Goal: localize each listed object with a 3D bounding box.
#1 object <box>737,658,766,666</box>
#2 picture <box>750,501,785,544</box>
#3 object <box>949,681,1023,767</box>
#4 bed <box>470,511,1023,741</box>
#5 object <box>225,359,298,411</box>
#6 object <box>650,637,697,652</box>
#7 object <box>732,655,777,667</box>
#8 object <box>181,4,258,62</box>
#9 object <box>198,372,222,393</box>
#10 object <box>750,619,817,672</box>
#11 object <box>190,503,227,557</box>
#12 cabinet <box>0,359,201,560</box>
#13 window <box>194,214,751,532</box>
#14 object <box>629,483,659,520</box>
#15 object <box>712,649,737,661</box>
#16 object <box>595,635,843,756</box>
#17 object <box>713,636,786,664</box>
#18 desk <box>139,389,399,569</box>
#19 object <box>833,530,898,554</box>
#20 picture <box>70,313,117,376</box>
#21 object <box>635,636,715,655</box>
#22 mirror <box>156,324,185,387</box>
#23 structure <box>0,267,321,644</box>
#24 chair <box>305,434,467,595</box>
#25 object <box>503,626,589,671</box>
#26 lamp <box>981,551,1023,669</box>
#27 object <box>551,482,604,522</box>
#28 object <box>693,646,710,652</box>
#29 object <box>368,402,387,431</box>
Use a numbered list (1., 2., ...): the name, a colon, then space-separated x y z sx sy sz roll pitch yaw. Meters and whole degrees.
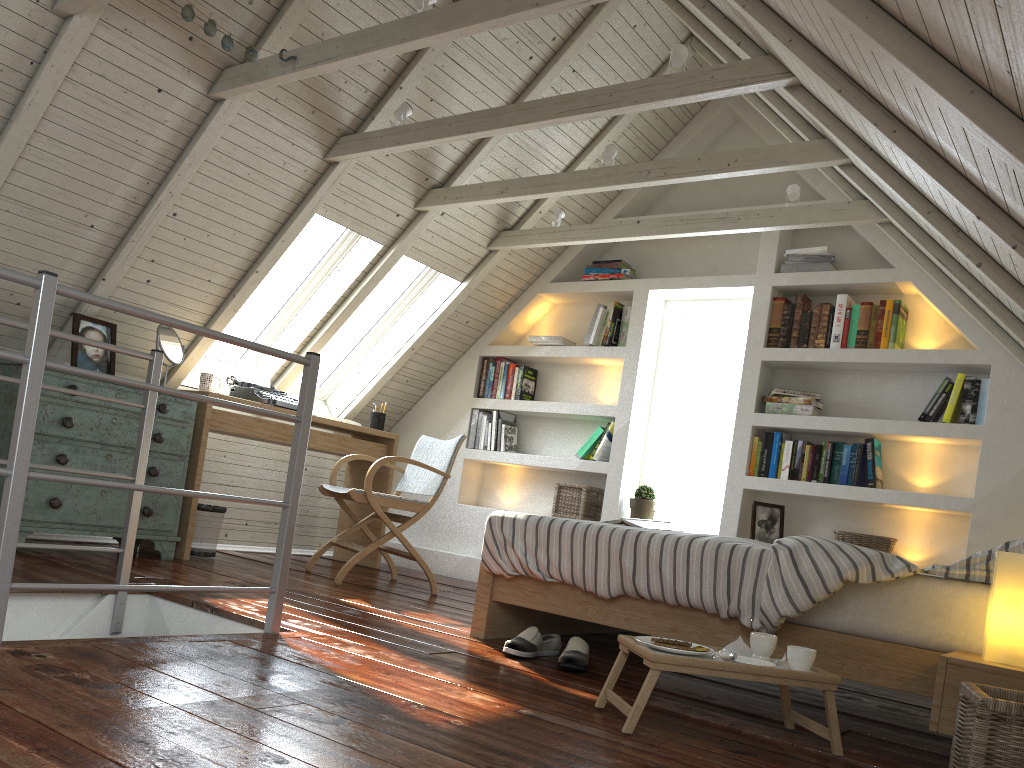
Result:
1. object: 0.560 0.650 2.053 0.060 0.005 0.060 8 -8 2
2. picture: 1.249 0.702 4.366 0.174 0.222 0.127 9 -3 -14
3. object: 1.018 0.715 1.731 0.236 0.275 0.240 7 -4 20
4. bed: 1.050 0.699 3.078 1.867 0.701 1.899 3 -9 36
5. object: -1.270 0.012 4.674 0.352 0.237 0.394 5 -7 31
6. object: 0.386 0.616 2.083 0.110 0.029 0.119 8 -8 2
7. object: 0.554 0.648 2.047 0.119 0.010 0.121 6 -8 14
8. object: -0.947 -1.137 2.866 0.059 0.066 0.287 5 -8 35
9. object: -1.485 0.002 4.331 0.109 0.100 0.083 9 -4 -13
10. object: 0.657 0.631 2.120 0.082 0.099 0.184 11 -7 -30
11. object: -1.564 0.730 4.410 0.222 0.251 0.227 6 -5 31
12. cabinet: -1.876 0.357 3.870 0.413 0.763 0.815 6 -5 36
13. window: -0.287 -0.109 4.679 3.082 1.367 1.418 7 -5 14
14. object: 0.724 0.673 4.850 0.158 0.270 0.162 7 -3 29
15. object: 0.490 0.626 2.028 0.056 0.028 0.056 10 -7 -13
16. object: 0.496 0.736 2.100 0.532 0.181 0.270 10 -6 -9
17. object: 0.592 0.653 2.165 0.153 0.046 0.161 5 -9 26
18. desk: -1.259 0.560 4.794 0.375 0.801 1.343 7 -6 36
19. object: 1.655 0.774 4.139 0.281 0.133 0.180 5 -7 27
20. picture: -1.861 -0.160 3.862 0.146 0.258 0.204 7 -4 31
21. object: 0.386 0.627 2.095 0.192 0.016 0.188 16 -11 -42
22. mirror: -1.597 -0.119 4.089 0.113 0.317 0.207 9 -3 -10
23. structure: -1.438 0.225 2.146 0.831 0.990 1.662 5 -7 36
24. chair: -0.627 0.598 4.361 0.565 0.787 0.549 10 -4 -29
25. object: 0.143 0.833 2.789 0.283 0.090 0.279 3 -9 34
26. lamp: 1.140 0.513 2.009 0.089 0.251 0.091 8 -2 27
27. object: 0.378 0.683 5.061 0.203 0.200 0.207 5 -6 36
28. object: 0.425 0.636 2.126 0.078 0.015 0.140 13 -10 -32
29. object: -0.795 0.193 5.212 0.088 0.185 0.089 8 -2 0
